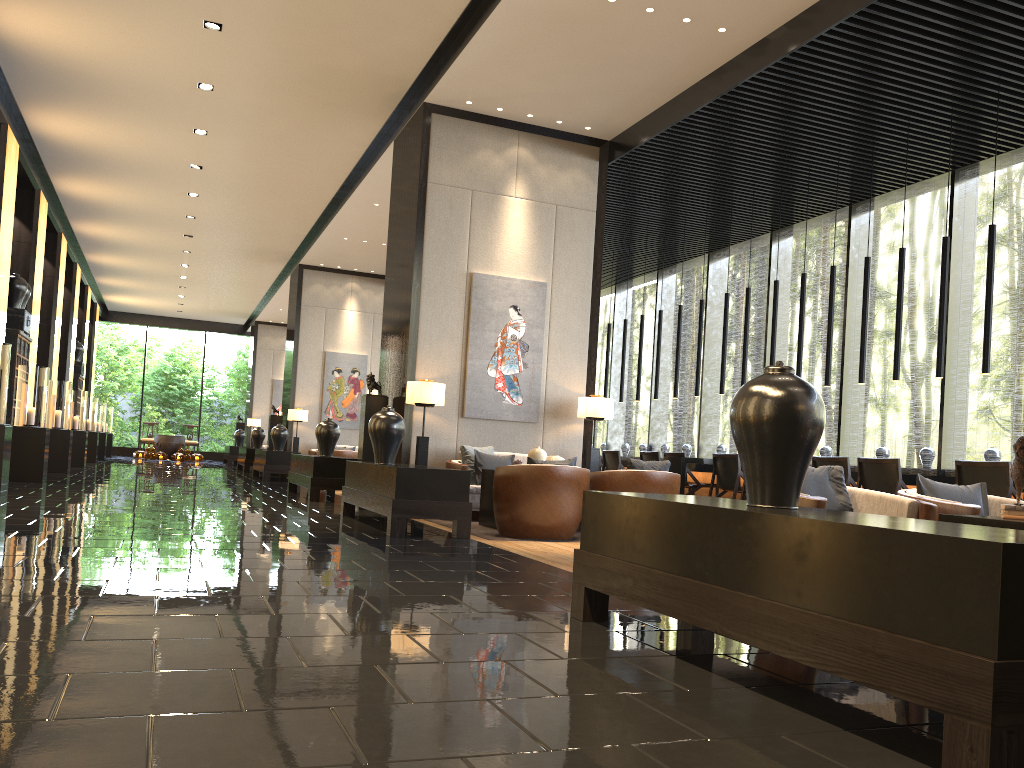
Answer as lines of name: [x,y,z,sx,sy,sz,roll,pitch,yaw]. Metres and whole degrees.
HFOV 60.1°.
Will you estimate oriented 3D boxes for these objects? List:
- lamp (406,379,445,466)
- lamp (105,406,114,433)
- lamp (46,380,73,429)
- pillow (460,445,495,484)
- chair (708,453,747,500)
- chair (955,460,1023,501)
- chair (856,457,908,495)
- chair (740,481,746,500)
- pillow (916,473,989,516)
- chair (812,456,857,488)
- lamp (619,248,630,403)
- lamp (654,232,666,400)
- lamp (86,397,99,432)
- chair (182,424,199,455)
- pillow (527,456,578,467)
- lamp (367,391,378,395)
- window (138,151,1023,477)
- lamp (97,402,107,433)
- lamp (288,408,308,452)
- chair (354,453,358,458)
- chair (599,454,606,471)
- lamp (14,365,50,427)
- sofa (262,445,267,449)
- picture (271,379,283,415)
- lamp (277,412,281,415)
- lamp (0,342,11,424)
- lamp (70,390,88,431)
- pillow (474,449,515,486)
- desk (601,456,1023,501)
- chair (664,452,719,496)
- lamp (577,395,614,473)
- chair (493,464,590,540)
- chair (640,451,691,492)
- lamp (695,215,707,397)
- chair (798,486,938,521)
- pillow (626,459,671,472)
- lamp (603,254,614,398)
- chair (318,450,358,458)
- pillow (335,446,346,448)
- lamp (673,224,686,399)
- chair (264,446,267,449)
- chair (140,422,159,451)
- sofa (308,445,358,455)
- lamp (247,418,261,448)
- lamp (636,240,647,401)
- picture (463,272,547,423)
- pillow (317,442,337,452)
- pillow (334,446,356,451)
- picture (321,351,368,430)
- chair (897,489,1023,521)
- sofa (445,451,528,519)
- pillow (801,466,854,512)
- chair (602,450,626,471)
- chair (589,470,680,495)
lamp: [-0.878,0.635,8.658,0.374,1.345,0.376,2,-2,30]
lamp: [-11.204,0.983,24.446,0.337,0.728,0.336,5,-2,-34]
lamp: [-6.914,0.318,13.511,0.337,0.728,0.337,4,-2,-19]
pillow: [-0.329,0.815,8.889,0.434,0.399,0.201,6,-4,-43]
chair: [2.432,1.167,9.489,0.564,0.825,0.526,4,-3,-21]
chair: [3.592,0.987,6.532,0.564,0.825,0.526,4,-3,-21]
chair: [3.222,1.045,7.475,0.564,0.825,0.526,4,-3,-21]
chair: [2.642,1.134,8.954,0.564,0.825,0.526,4,-3,-21]
pillow: [2.189,0.622,4.415,0.442,0.337,0.205,4,-2,-14]
chair: [3.012,1.077,8.011,0.564,0.825,0.526,4,-3,-21]
lamp: [1.721,-0.925,13.419,0.060,2.416,0.060,4,-2,-26]
lamp: [2.094,-0.983,12.469,0.060,2.416,0.060,4,-2,-26]
lamp: [-9.059,0.650,18.978,0.337,0.728,0.337,4,-2,-19]
chair: [-9.798,1.773,26.914,0.521,1.074,0.536,4,-2,-21]
pillow: [0.316,0.733,7.063,0.442,0.337,0.205,4,-2,-14]
lamp: [-1.540,0.752,10.341,0.374,1.317,0.376,3,-2,23]
window: [-3.269,-0.532,13.648,12.072,4.218,31.920,5,-5,-21]
lamp: [-10.131,0.816,21.712,0.337,0.728,0.337,4,-2,-19]
lamp: [-4.138,1.139,16.968,0.375,1.348,0.375,4,-2,-3]
chair: [-1.802,1.252,12.200,0.805,0.603,0.606,5,-3,-21]
chair: [1.272,1.347,12.446,0.564,0.825,0.526,4,-3,-21]
lamp: [-5.841,0.152,10.777,0.337,0.728,0.337,4,-2,-16]
sofa: [-6.533,2.051,25.577,1.451,0.692,0.603,5,-3,-21]
picture: [-6.619,0.646,25.997,0.836,1.499,0.037,4,-2,-21]
lamp: [-4.799,1.241,18.651,0.375,1.348,0.375,4,-2,-3]
lamp: [-4.769,-0.014,8.043,0.336,0.728,0.337,2,-3,42]
lamp: [-7.986,0.484,16.244,0.337,0.728,0.337,4,-2,-19]
pillow: [-0.180,0.835,8.781,0.472,0.360,0.219,5,-3,-25]
desk: [0.790,1.537,14.685,1.783,0.758,28.765,5,-5,-21]
chair: [2.062,1.224,10.432,0.564,0.825,0.526,4,-3,-21]
lamp: [0.852,0.795,9.336,0.375,1.348,0.375,3,-2,8]
chair: [0.263,0.952,7.171,0.805,0.603,0.606,5,-3,-21]
chair: [1.852,1.257,10.968,0.564,0.825,0.526,4,-3,-21]
lamp: [2.470,-1.041,11.510,0.060,2.416,0.060,4,-2,-26]
chair: [1.421,0.753,3.985,0.805,0.603,0.606,5,-3,-21]
pillow: [1.113,0.803,7.378,0.399,0.361,0.222,5,-3,-21]
lamp: [1.529,-0.895,13.908,0.060,2.416,0.060,4,-2,-26]
chair: [-2.978,1.454,15.431,0.805,0.603,0.606,5,-3,-21]
pillow: [-3.421,1.337,17.041,0.472,0.360,0.219,5,-3,-25]
lamp: [2.282,-1.012,11.991,0.060,2.416,0.060,4,-2,-26]
chair: [-6.274,1.965,23.835,0.805,0.603,0.606,5,-3,-21]
chair: [-10.846,1.675,26.503,0.521,1.074,0.536,4,-2,-21]
sofa: [-3.236,1.540,17.174,1.451,0.692,0.603,5,-3,-21]
lamp: [-7.423,1.648,25.340,0.375,1.348,0.375,3,-2,8]
lamp: [1.907,-0.954,12.947,0.060,2.416,0.060,4,-2,-26]
picture: [-0.063,-0.370,9.285,0.836,1.499,0.037,4,-2,-21]
pillow: [-3.570,1.317,17.149,0.434,0.399,0.201,6,-4,-43]
pillow: [-2.925,1.235,15.324,0.442,0.337,0.205,4,-2,-14]
picture: [-3.329,0.136,17.610,0.836,1.499,0.037,4,-2,-21]
chair: [2.216,0.827,4.297,0.805,0.603,0.606,5,-3,-21]
sofa: [0.005,1.038,8.914,1.451,0.692,0.603,5,-3,-21]
pillow: [1.392,0.544,4.101,0.399,0.361,0.222,5,-3,-21]
chair: [1.482,1.314,11.911,0.564,0.825,0.526,4,-3,-21]
chair: [1.058,1.026,7.483,0.805,0.603,0.606,5,-3,-21]
